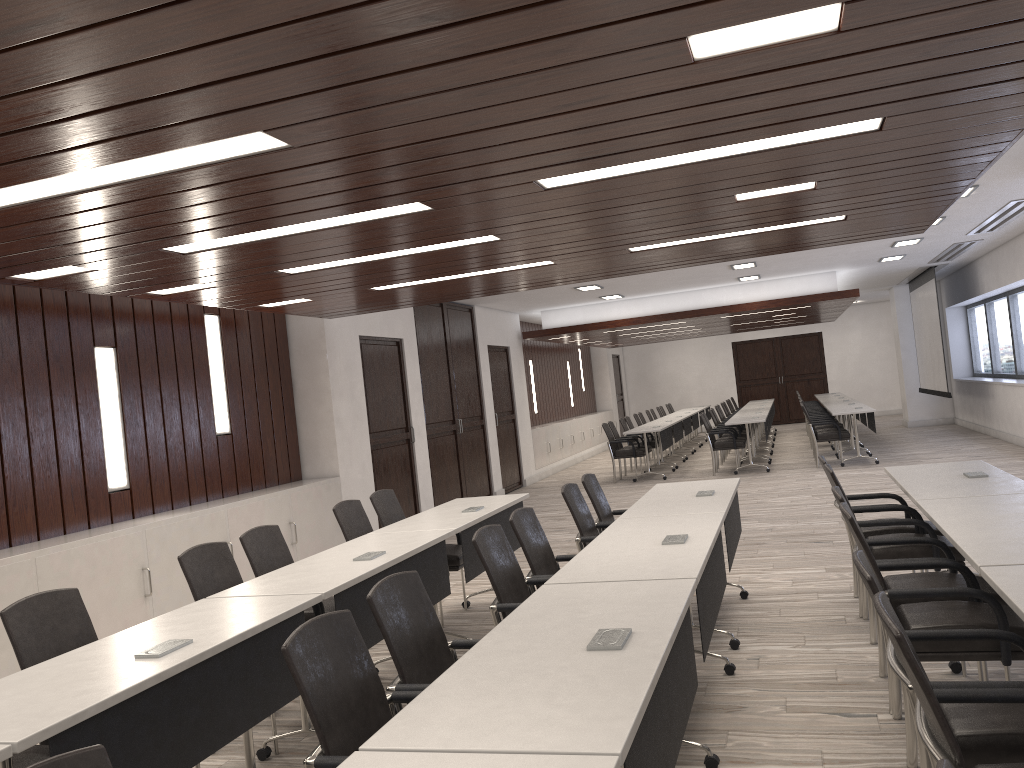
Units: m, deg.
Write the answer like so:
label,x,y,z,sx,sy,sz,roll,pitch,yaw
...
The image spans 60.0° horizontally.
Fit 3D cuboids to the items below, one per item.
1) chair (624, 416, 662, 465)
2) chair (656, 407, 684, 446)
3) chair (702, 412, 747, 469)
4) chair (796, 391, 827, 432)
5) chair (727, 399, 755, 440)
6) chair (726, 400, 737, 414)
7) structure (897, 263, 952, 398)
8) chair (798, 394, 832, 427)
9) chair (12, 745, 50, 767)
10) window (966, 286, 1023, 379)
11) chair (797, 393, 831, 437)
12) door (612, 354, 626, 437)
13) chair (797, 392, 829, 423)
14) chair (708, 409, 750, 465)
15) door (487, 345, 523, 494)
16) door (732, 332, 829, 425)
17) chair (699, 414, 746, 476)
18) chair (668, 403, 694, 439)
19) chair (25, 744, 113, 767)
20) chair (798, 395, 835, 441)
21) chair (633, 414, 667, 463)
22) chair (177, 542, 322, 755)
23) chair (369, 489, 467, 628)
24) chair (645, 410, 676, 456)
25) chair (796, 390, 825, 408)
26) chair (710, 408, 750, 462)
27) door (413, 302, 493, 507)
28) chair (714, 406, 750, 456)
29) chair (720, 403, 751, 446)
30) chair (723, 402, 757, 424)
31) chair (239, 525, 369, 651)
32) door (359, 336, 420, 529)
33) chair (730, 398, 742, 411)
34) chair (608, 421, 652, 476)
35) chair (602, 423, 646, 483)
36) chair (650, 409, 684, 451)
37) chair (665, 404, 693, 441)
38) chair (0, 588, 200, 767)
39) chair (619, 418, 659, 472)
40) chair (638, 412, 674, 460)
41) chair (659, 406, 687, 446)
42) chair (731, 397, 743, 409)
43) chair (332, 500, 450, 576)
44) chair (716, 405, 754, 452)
label,x,y,z,sx,sy,sz,roll,pitch,yaw
chair,2.394,1.016,15.921,0.638,0.939,0.513,-6,-1,18
chair,3.584,0.944,19.769,0.638,0.939,0.513,-6,-1,17
chair,3.371,0.883,14.017,0.638,0.939,0.513,-6,-1,17
chair,6.894,0.597,20.327,0.638,0.939,0.513,-6,-1,18
chair,5.192,0.772,19.817,0.638,0.939,0.513,-6,-1,18
chair,5.030,0.782,19.323,0.638,0.939,0.513,-6,-1,17
structure,7.632,-0.958,16.323,0.438,2.329,3.550,-6,-1,17
chair,6.162,0.640,17.914,0.638,0.939,0.513,-6,-1,16
chair,-1.669,1.260,2.854,0.638,0.939,0.513,-6,-1,18
window,7.623,-0.763,12.658,0.118,1.419,10.452,-6,-1,17
chair,6.442,0.624,18.873,0.638,0.939,0.513,-6,-1,17
door,2.842,0.370,23.811,0.200,2.323,1.163,-6,-1,17
chair,6.603,0.614,19.381,0.638,0.939,0.513,-6,-1,17
chair,3.679,0.863,14.959,0.638,0.939,0.513,-6,-1,16
door,-0.154,0.550,14.186,0.200,2.323,1.163,-6,-1,17
door,7.181,-0.099,23.664,2.329,2.323,0.200,-6,-1,17
chair,3.224,0.891,13.505,0.638,0.939,0.513,-6,-1,17
chair,4.196,0.907,21.719,0.638,0.939,0.513,-6,-1,18
chair,-0.531,1.117,1.454,0.638,0.939,0.513,-6,-1,17
chair,5.999,0.650,17.414,0.638,0.939,0.513,-6,-1,17
chair,2.676,0.999,16.858,0.638,0.939,0.513,-6,-1,18
chair,-1.214,1.232,4.310,0.638,0.939,0.513,-6,-1,18
chair,-0.614,1.197,6.272,0.638,0.939,0.513,-6,-1,17
chair,3.127,0.972,18.317,0.638,0.939,0.513,-6,-1,18
chair,7.057,0.587,20.822,0.638,0.939,0.513,-6,-1,18
chair,3.834,0.854,15.454,0.638,0.939,0.513,-6,-1,17
door,-0.818,0.307,12.154,0.200,2.889,2.327,-6,-1,17
chair,4.123,0.837,16.413,0.638,0.939,0.513,-6,-1,18
chair,4.572,0.810,17.870,0.638,0.939,0.513,-6,-1,17
chair,4.737,0.800,18.367,0.638,0.939,0.513,-6,-1,17
chair,-1.074,1.225,4.812,0.638,0.939,0.513,-6,-1,16
door,-1.423,0.626,10.110,0.200,2.323,1.163,-6,-1,17
chair,5.492,0.754,20.771,0.638,0.939,0.513,-6,-1,18
chair,1.935,1.043,14.456,0.638,0.939,0.513,-6,-1,17
chair,1.788,1.052,13.954,0.638,0.939,0.513,-6,-1,18
chair,3.298,0.961,18.813,0.638,0.939,0.513,-6,-1,16
chair,4.043,0.916,21.218,0.638,0.939,0.513,-6,-1,17
chair,-1.512,1.250,3.361,0.638,0.939,0.513,-6,-1,16
chair,2.235,1.025,15.412,0.638,0.939,0.513,-6,-1,17
chair,2.836,0.989,17.352,0.638,0.939,0.513,-6,-1,17
chair,3.740,0.935,20.271,0.638,0.939,0.513,-6,-1,18
chair,5.631,0.747,21.270,0.638,0.939,0.513,-6,-1,16
chair,-0.771,1.206,5.766,0.638,0.939,0.513,-6,-1,17
chair,4.273,0.828,16.908,0.638,0.939,0.513,-6,-1,18
